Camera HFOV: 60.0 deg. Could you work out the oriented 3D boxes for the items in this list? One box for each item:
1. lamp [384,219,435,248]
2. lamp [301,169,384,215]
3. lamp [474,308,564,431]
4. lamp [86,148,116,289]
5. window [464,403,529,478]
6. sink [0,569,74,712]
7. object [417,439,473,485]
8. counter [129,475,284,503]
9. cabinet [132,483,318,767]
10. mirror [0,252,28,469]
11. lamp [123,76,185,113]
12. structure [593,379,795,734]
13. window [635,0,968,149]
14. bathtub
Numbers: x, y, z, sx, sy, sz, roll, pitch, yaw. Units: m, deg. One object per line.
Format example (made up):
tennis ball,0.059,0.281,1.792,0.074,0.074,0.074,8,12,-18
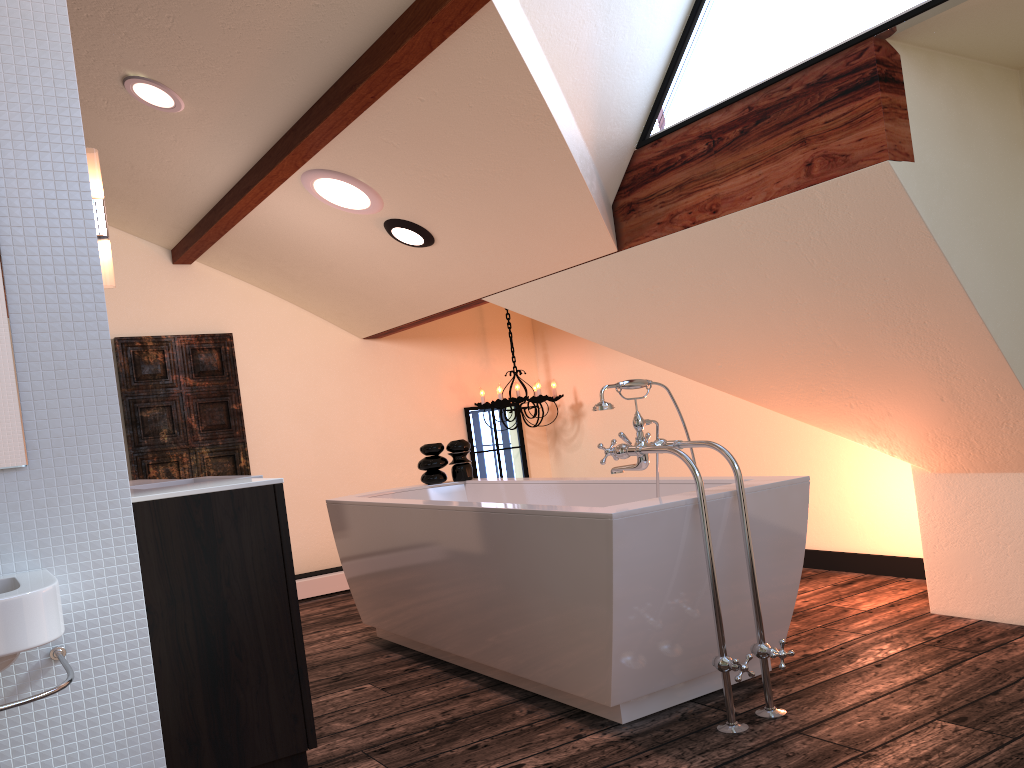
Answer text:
lamp,-0.463,-0.754,3.998,0.213,0.130,0.247,-5,-3,-37
lamp,-0.724,-0.908,3.785,0.328,0.171,0.371,-5,-3,-37
lamp,0.001,-0.226,5.919,0.540,1.125,0.617,-7,-1,-22
lamp,-1.002,-0.434,2.095,0.083,0.365,0.132,-7,-1,-33
window,-0.103,0.512,6.206,0.448,0.701,0.046,-6,-1,-33
sink,-0.977,0.768,1.284,0.679,0.785,0.347,-6,-1,-33
object,-0.332,0.430,4.398,0.276,0.228,0.156,-7,-1,-3
counter,-1.145,0.502,2.807,0.441,0.296,1.860,-6,-3,-33
cabinet,-1.130,0.828,2.790,0.385,0.922,1.861,-6,-2,-33
mirror,-1.199,-0.446,1.435,0.602,1.276,0.011,-6,-1,-33
lamp,-1.353,-1.214,3.349,0.206,0.102,0.229,-6,-3,-28
structure,0.512,0.526,2.663,0.383,1.120,0.555,-7,-1,-18
window,0.555,-1.440,1.377,2.103,0.676,3.527,-5,-3,-33
bathtub,0.042,0.806,3.477,0.797,0.693,2.222,-6,-3,-33
